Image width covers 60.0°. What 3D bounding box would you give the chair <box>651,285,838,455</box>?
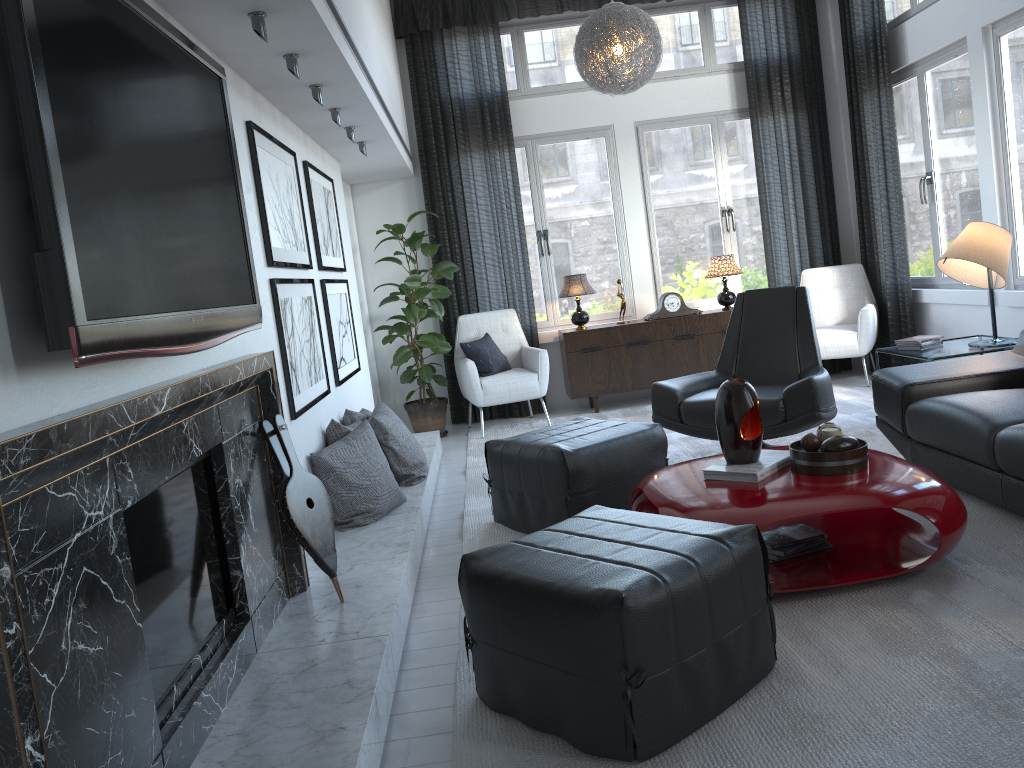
[{"bbox_3d":[1.213,-0.048,4.398,0.839,0.808,0.808,-3,7,36],"label":"chair"}]

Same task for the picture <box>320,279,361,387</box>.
[{"bbox_3d":[-0.891,-0.290,4.657,0.020,0.521,0.794,-8,6,-1],"label":"picture"}]

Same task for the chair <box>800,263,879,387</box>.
[{"bbox_3d":[2.289,-0.420,6.330,0.593,0.821,0.616,-5,6,28],"label":"chair"}]

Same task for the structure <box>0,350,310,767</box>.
[{"bbox_3d":[-0.913,0.480,1.981,0.521,0.921,1.692,-8,6,-1],"label":"structure"}]

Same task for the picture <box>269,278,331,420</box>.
[{"bbox_3d":[-0.851,-0.170,3.620,0.020,0.521,0.794,-8,6,-1],"label":"picture"}]

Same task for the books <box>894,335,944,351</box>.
[{"bbox_3d":[2.125,-0.214,4.627,0.216,0.049,0.161,-11,8,-29],"label":"books"}]

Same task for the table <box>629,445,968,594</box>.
[{"bbox_3d":[0.909,0.424,2.980,0.942,0.299,0.942,-8,7,-2],"label":"table"}]

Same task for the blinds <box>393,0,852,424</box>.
[{"bbox_3d":[0.902,-1.516,6.589,3.212,3.267,0.189,-8,5,-2],"label":"blinds"}]

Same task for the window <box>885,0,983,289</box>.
[{"bbox_3d":[2.669,-1.768,5.731,0.133,2.315,1.272,-8,5,-1],"label":"window"}]

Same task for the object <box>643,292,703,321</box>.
[{"bbox_3d":[1.162,-0.579,6.458,0.406,0.180,0.181,-8,6,-2],"label":"object"}]

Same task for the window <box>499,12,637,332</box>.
[{"bbox_3d":[0.180,-1.556,6.689,1.268,2.315,0.134,-8,5,-2],"label":"window"}]

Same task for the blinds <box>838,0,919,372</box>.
[{"bbox_3d":[2.572,-1.549,5.040,0.189,3.266,3.223,-8,6,-2],"label":"blinds"}]

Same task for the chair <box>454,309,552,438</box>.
[{"bbox_3d":[-0.081,-0.101,6.271,0.594,0.821,0.614,-9,5,-12],"label":"chair"}]

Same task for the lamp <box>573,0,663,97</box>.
[{"bbox_3d":[0.567,-2.330,5.133,0.513,1.302,0.516,-8,5,-7],"label":"lamp"}]

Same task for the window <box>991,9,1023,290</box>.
[{"bbox_3d":[2.727,-1.605,4.318,0.133,2.315,1.272,-8,5,-1],"label":"window"}]

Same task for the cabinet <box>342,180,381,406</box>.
[{"bbox_3d":[-1.150,-0.476,6.105,0.191,1.889,1.176,-8,5,-1],"label":"cabinet"}]

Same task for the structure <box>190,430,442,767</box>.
[{"bbox_3d":[-0.498,0.799,2.014,0.393,0.134,7.234,-8,7,-1],"label":"structure"}]

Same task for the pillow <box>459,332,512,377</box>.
[{"bbox_3d":[-0.182,-0.205,6.255,0.252,0.295,0.358,-5,6,25],"label":"pillow"}]

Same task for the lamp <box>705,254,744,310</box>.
[{"bbox_3d":[1.550,-0.738,6.449,0.279,0.396,0.282,-5,6,24],"label":"lamp"}]

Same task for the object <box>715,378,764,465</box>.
[{"bbox_3d":[0.759,0.122,2.967,0.151,0.279,0.154,-4,6,38],"label":"object"}]

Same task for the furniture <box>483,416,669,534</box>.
[{"bbox_3d":[0.272,0.380,3.766,0.601,0.377,0.614,-12,8,-38],"label":"furniture"}]

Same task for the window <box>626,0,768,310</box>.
[{"bbox_3d":[1.585,-1.746,6.732,1.268,2.315,0.134,-8,5,-2],"label":"window"}]

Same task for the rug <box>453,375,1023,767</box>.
[{"bbox_3d":[1.306,0.568,2.589,2.955,0.032,7.797,-8,7,-1],"label":"rug"}]

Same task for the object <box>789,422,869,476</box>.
[{"bbox_3d":[1.026,0.206,2.881,0.242,0.133,0.243,-3,8,36],"label":"object"}]

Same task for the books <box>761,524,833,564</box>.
[{"bbox_3d":[0.930,0.536,3.007,0.273,0.054,0.204,-11,7,-26],"label":"books"}]

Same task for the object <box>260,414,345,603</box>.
[{"bbox_3d":[-0.625,0.374,2.677,0.175,0.578,0.196,-9,5,-21],"label":"object"}]

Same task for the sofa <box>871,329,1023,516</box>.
[{"bbox_3d":[2.092,0.100,3.029,0.936,0.614,1.911,-8,7,-2],"label":"sofa"}]

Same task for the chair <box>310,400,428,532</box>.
[{"bbox_3d":[-0.613,0.308,4.100,0.391,0.430,1.341,-8,7,-1],"label":"chair"}]

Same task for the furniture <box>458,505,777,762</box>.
[{"bbox_3d":[0.254,0.570,2.214,0.616,0.377,0.598,-13,8,-43],"label":"furniture"}]

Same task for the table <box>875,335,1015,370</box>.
[{"bbox_3d":[2.280,0.007,4.505,0.593,0.409,0.595,-8,6,-2],"label":"table"}]

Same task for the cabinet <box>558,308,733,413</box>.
[{"bbox_3d":[1.085,-0.175,6.519,1.399,0.611,0.387,-8,5,-2],"label":"cabinet"}]

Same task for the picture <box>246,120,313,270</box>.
[{"bbox_3d":[-0.922,-0.728,3.575,0.020,0.521,0.794,-8,6,-1],"label":"picture"}]

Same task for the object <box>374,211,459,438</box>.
[{"bbox_3d":[-0.642,-0.397,6.139,0.935,1.584,0.642,-3,7,44],"label":"object"}]

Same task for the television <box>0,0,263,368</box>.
[{"bbox_3d":[-0.790,-0.433,1.912,0.129,0.749,1.163,-8,6,-1],"label":"television"}]

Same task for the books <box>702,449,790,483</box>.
[{"bbox_3d":[0.807,0.271,2.979,0.201,0.030,0.308,-1,9,43],"label":"books"}]

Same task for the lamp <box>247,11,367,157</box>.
[{"bbox_3d":[-0.734,-1.045,2.770,0.053,0.081,4.269,-8,7,-1],"label":"lamp"}]

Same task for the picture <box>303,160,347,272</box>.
[{"bbox_3d":[-0.965,-0.847,4.612,0.020,0.521,0.794,-8,6,-1],"label":"picture"}]

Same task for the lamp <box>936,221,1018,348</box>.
[{"bbox_3d":[2.527,-0.274,3.973,0.476,1.012,1.169,-10,6,-27],"label":"lamp"}]

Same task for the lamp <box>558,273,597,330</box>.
[{"bbox_3d":[0.479,-0.593,6.416,0.279,0.396,0.282,-5,6,24],"label":"lamp"}]

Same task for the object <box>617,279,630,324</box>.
[{"bbox_3d":[0.791,-0.602,6.456,0.096,0.323,0.096,-8,5,-2],"label":"object"}]
